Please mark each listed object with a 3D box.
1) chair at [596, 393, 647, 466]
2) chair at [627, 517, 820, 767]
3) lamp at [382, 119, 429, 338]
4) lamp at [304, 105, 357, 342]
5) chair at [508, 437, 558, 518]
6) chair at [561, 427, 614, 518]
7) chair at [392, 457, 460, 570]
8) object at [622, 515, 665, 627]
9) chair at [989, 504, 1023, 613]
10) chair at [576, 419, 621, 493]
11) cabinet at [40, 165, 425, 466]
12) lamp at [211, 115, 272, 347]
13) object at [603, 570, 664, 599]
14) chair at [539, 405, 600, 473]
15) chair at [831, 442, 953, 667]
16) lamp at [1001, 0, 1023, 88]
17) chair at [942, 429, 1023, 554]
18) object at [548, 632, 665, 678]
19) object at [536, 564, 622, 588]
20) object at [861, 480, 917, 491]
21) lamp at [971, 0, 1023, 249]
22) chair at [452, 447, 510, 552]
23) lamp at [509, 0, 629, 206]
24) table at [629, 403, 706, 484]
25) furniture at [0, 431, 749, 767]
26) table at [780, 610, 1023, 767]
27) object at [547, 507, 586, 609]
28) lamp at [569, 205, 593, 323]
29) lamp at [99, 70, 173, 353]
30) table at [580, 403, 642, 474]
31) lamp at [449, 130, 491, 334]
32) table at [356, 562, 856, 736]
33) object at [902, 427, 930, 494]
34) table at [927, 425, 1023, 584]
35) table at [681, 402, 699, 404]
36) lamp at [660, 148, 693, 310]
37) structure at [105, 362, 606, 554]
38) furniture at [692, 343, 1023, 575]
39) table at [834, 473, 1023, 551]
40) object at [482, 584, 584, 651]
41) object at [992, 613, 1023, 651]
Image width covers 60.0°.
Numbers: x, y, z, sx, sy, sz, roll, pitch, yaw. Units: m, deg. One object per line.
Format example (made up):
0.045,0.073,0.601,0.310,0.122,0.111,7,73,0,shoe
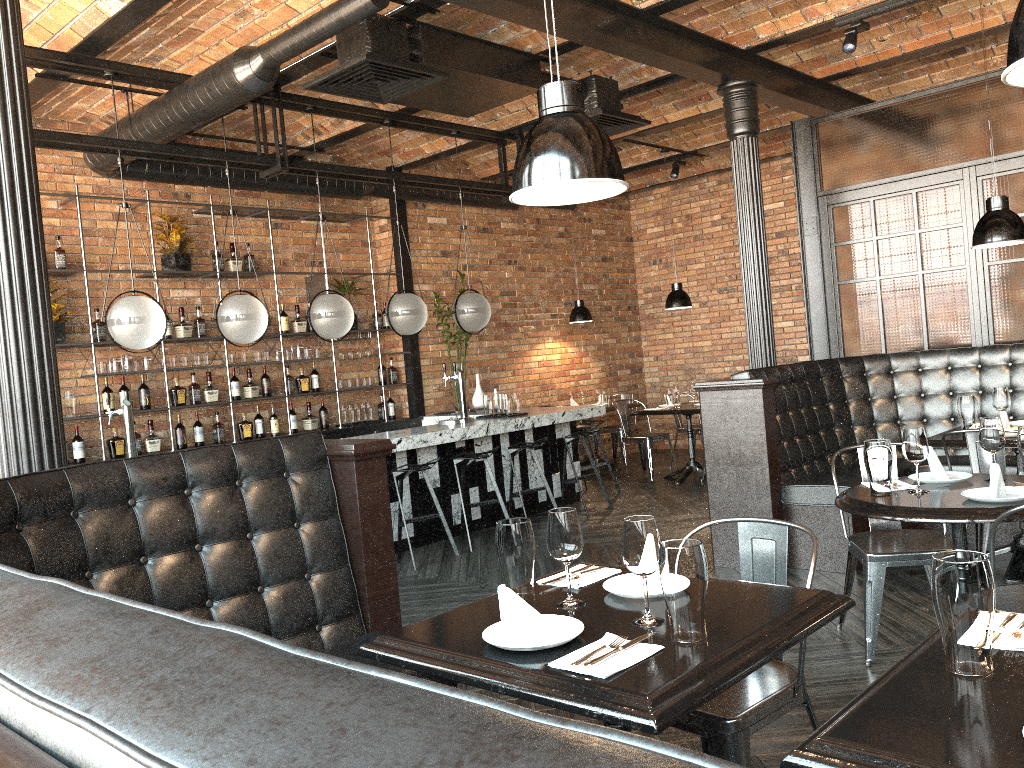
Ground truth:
1.333,0.558,11.083,0.504,0.857,0.558,-4,2,38,chair
0.586,0.848,2.477,0.558,0.857,0.504,-7,2,-42,chair
-0.913,-1.245,7.136,0.340,1.754,0.340,-5,1,-1,lamp
-1.413,-1.186,6.604,0.340,1.754,0.340,-5,1,-1,lamp
0.104,0.827,7.344,0.414,0.737,0.475,-4,2,38,chair
0.584,0.770,7.855,0.414,0.737,0.475,-4,2,33,chair
-0.717,0.925,6.470,0.414,0.737,0.475,-4,2,38,chair
0.306,0.432,2.056,0.092,0.244,0.092,-5,1,4,object
1.729,0.734,2.858,0.504,0.857,0.558,-5,1,-2,chair
0.742,0.731,8.804,0.414,0.737,0.475,-7,2,-42,chair
-3.480,-0.299,6.912,0.564,3.779,7.075,-4,2,43,cabinet
-1.913,-1.126,6.072,0.340,1.754,0.340,-5,1,-1,lamp
0.351,0.479,2.334,0.232,0.139,0.232,-4,2,40,object
0.627,0.644,10.251,0.504,0.857,0.558,-4,2,43,chair
1.697,0.711,3.880,0.504,0.857,0.558,-5,1,8,chair
0.863,-1.335,1.378,0.291,1.653,0.291,-6,2,-22,lamp
2.506,0.621,4.501,0.504,0.857,0.558,-4,2,43,chair
0.211,0.559,1.864,0.157,0.019,0.255,-4,2,44,object
0.177,0.545,2.520,0.157,0.019,0.255,-4,2,44,object
1.497,0.399,3.507,0.157,0.019,0.255,-5,1,4,object
2.599,-1.583,4.835,0.291,1.653,0.291,-5,1,-2,lamp
-0.295,0.874,6.920,0.475,0.737,0.414,-7,2,-42,chair
0.063,-1.282,2.136,0.291,1.653,0.291,-5,1,-2,lamp
1.861,0.608,9.220,0.872,0.758,0.872,-4,2,43,table
0.585,0.711,0.927,5.451,1.212,1.979,-4,2,43,furniture
1.066,0.882,1.421,0.872,0.758,0.872,-4,2,43,table
0.139,0.442,2.259,0.092,0.244,0.092,-5,1,4,object
0.748,-1.561,10.560,0.291,1.653,0.291,-5,2,18,lamp
-2.413,-1.067,5.539,0.340,1.754,0.340,-5,1,-1,lamp
0.969,0.654,10.606,0.872,0.758,0.872,-4,2,43,table
-0.412,-1.305,7.669,0.340,1.754,0.340,-5,1,-1,lamp
0.266,0.936,2.178,0.872,0.758,0.872,-4,2,43,table
1.526,0.287,3.347,0.092,0.244,0.092,-4,2,43,object
2.812,0.634,4.868,0.872,0.758,0.872,-4,2,43,table
2.463,0.537,9.861,0.872,0.758,0.872,-4,2,43,table
1.659,-1.610,9.199,0.291,1.653,0.291,-5,1,-2,lamp
-1.621,0.643,7.149,1.930,1.430,5.346,-4,2,43,structure
3.818,0.327,4.363,5.451,1.212,1.979,-4,2,43,furniture
1.709,0.773,3.357,0.866,0.758,0.866,-5,1,7,table
0.044,0.516,2.015,0.232,0.139,0.232,-4,2,37,object
0.984,0.491,1.756,0.157,0.019,0.255,-4,2,44,object
